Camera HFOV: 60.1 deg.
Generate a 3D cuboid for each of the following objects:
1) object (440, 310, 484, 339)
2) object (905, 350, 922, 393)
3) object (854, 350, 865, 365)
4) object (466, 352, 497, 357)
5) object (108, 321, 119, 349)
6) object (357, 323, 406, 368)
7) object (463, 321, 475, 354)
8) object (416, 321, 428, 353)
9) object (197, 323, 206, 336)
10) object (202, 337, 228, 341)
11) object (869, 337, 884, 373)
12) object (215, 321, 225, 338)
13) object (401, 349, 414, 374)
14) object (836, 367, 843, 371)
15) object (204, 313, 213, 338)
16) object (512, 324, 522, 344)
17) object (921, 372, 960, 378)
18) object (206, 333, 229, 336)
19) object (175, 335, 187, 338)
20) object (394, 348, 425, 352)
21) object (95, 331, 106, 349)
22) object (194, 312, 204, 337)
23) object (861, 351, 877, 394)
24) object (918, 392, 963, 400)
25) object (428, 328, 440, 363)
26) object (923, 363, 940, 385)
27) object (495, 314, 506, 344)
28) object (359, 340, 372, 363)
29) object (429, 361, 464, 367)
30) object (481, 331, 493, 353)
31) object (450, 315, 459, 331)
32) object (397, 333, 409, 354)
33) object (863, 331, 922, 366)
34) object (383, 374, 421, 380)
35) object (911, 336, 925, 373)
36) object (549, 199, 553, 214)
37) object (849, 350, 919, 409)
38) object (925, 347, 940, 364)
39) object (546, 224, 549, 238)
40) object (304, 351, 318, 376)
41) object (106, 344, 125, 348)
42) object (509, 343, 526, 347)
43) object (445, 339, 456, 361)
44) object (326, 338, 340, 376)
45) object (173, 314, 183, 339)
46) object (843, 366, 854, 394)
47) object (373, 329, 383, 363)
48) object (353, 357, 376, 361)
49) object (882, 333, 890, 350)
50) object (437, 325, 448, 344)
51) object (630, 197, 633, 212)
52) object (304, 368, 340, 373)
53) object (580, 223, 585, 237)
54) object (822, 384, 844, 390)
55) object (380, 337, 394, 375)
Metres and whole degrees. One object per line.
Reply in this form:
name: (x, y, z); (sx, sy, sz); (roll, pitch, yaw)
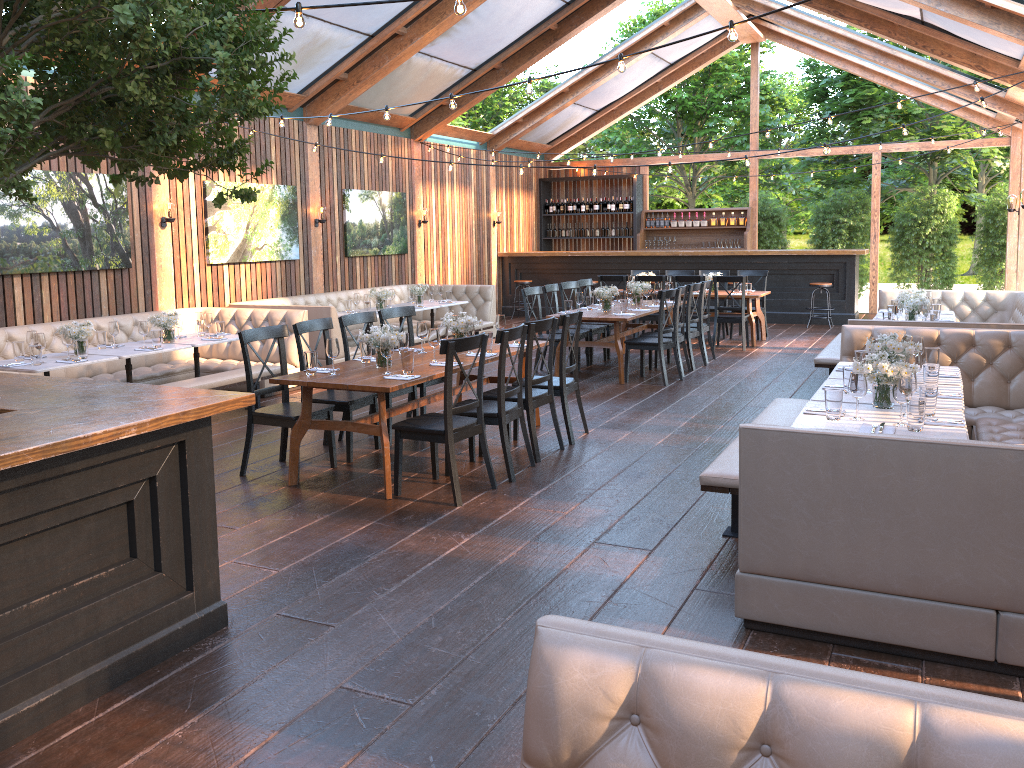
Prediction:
object: (-0.416, -0.434, 7.116); (0.337, 0.307, 0.331); (-5, 9, -26)
object: (2.380, -0.074, 5.245); (0.092, 0.243, 0.093); (-3, 7, -16)
object: (2.334, -0.143, 5.908); (0.092, 0.157, 0.092); (1, 7, 12)
object: (-0.252, -0.229, 6.756); (0.255, 0.019, 0.158); (4, 11, 26)
object: (-3.619, -0.445, 8.044); (0.092, 0.243, 0.093); (-3, 7, -16)
object: (-0.901, -0.268, 6.191); (0.336, 0.307, 0.331); (2, 9, 22)
object: (-0.333, -0.362, 6.878); (0.092, 0.243, 0.093); (3, 7, 29)
object: (-0.705, -0.365, 6.928); (0.092, 0.243, 0.093); (-4, 7, -21)
object: (-3.164, -0.574, 9.010); (0.092, 0.157, 0.092); (-5, 8, -27)
object: (-2.918, -0.443, 8.626); (0.255, 0.019, 0.158); (4, 11, 26)
object: (2.441, -0.190, 5.924); (0.092, 0.243, 0.093); (-3, 7, -16)
object: (-2.894, -0.540, 8.783); (0.092, 0.157, 0.092); (1, 7, 12)
object: (-0.699, -0.152, 5.939); (0.092, 0.157, 0.092); (5, 9, 42)
object: (2.361, -0.102, 6.079); (0.255, 0.019, 0.158); (4, 11, 26)
object: (-3.002, -0.577, 8.758); (0.092, 0.243, 0.093); (3, 7, 29)
object: (0.051, -0.423, 7.448); (0.092, 0.157, 0.092); (-5, 8, -27)
object: (2.805, -0.066, 5.820); (0.255, 0.019, 0.158); (4, 11, 26)
object: (-2.998, -0.504, 8.991); (0.157, 0.019, 0.257); (4, 11, 26)
object: (-3.370, -0.477, 8.870); (0.255, 0.019, 0.158); (4, 11, 26)
object: (-0.806, -0.278, 7.097); (0.255, 0.019, 0.158); (4, 11, 26)
object: (-3.726, -0.397, 8.029); (0.092, 0.157, 0.092); (1, 7, 12)
object: (-3.144, -0.599, 8.898); (0.092, 0.243, 0.093); (-3, 7, -16)
object: (2.116, -0.070, 5.249); (0.092, 0.243, 0.093); (-3, 7, -16)
object: (2.466, 0.060, 5.115); (0.255, 0.019, 0.158); (4, 11, 26)
object: (-0.565, -0.283, 6.436); (0.092, 0.243, 0.093); (2, 7, 23)
object: (2.498, -0.038, 5.275); (0.092, 0.157, 0.092); (1, 7, 12)
object: (-0.095, -0.458, 7.417); (0.092, 0.243, 0.093); (3, 7, 29)
object: (-1.062, -0.235, 6.437); (0.092, 0.157, 0.092); (-6, 9, -37)
object: (-0.486, -0.148, 6.304); (0.255, 0.019, 0.158); (4, 11, 26)
object: (-0.193, -0.328, 6.920); (0.092, 0.157, 0.092); (-6, 9, -37)
object: (-0.484, -0.457, 7.452); (0.092, 0.243, 0.092); (-6, 8, -38)
object: (-0.851, -0.318, 6.928); (0.092, 0.157, 0.092); (-2, 7, -7)
object: (2.438, -0.177, 5.655); (0.337, 0.307, 0.330); (6, 11, 42)
object: (-0.734, -0.051, 5.756); (0.255, 0.019, 0.158); (4, 11, 26)
object: (2.726, -0.201, 5.957); (0.092, 0.243, 0.093); (3, 7, 29)
object: (0.862, -3.876, 19.321); (0.087, 0.332, 0.088); (0, 6, 6)
object: (2.019, -0.024, 4.797); (0.337, 0.307, 0.331); (5, 10, 38)
object: (2.846, -0.166, 5.994); (0.092, 0.157, 0.092); (1, 7, 12)
object: (0.790, -3.375, 19.466); (0.094, 0.306, 0.095); (0, 6, 13)
object: (-1.345, -0.139, 5.925); (0.092, 0.157, 0.092); (-6, 9, -37)
object: (-3.699, -0.357, 8.199); (0.255, 0.019, 0.158); (4, 11, 26)
object: (0.005, -0.322, 7.275); (0.255, 0.019, 0.158); (4, 11, 26)
object: (-0.443, -0.247, 6.466); (0.092, 0.157, 0.092); (3, 8, 32)
object: (-1.196, -0.183, 5.917); (0.092, 0.243, 0.093); (0, 6, 6)
object: (-3.290, -0.565, 8.715); (0.092, 0.243, 0.093); (-3, 7, -16)
object: (2.002, -0.022, 5.232); (0.092, 0.157, 0.092); (1, 7, 12)
object: (-0.966, -0.280, 6.469); (0.092, 0.243, 0.093); (2, 7, 23)
object: (-1.048, -0.189, 6.619); (0.255, 0.019, 0.158); (4, 11, 26)
object: (2.587, -0.224, 6.107); (0.092, 0.243, 0.093); (-3, 7, -16)
object: (-0.578, -0.409, 7.435); (0.092, 0.157, 0.092); (-5, 8, -27)
object: (2.505, -3.748, 18.487); (0.075, 0.300, 0.076); (5, 8, 43)
object: (-1.292, -0.098, 6.094); (0.255, 0.019, 0.158); (4, 11, 26)
object: (1.516, -3.314, 19.030); (0.094, 0.306, 0.095); (2, 7, 27)
object: (2.032, 0.018, 5.408); (0.255, 0.019, 0.158); (4, 11, 26)
object: (-0.833, -0.188, 5.910); (0.092, 0.243, 0.093); (-3, 7, -16)
